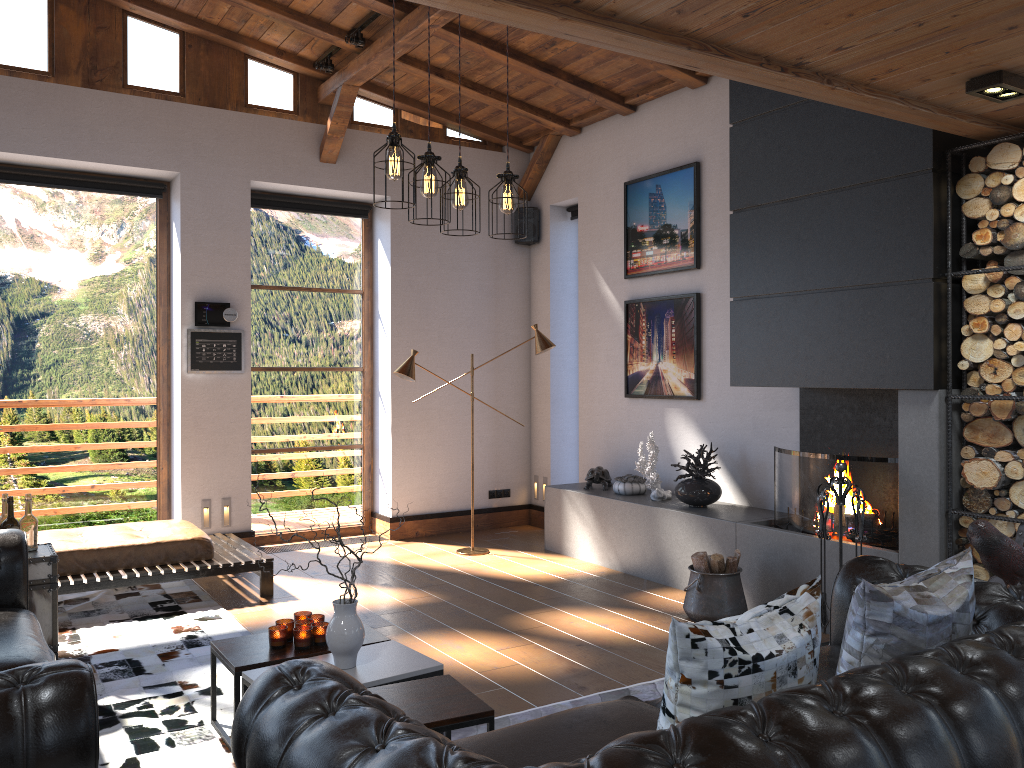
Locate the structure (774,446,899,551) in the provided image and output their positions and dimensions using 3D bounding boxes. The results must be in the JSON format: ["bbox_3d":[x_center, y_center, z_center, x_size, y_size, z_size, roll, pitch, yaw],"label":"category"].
[{"bbox_3d":[1.870,0.664,5.245,0.185,0.514,0.972,0,0,-32],"label":"structure"}]

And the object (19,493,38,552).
[{"bbox_3d":[-2.427,0.694,4.449,0.088,0.286,0.087,0,0,-22],"label":"object"}]

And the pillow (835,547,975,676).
[{"bbox_3d":[1.135,0.726,2.575,0.534,0.469,0.280,0,0,-29],"label":"pillow"}]

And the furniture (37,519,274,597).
[{"bbox_3d":[-3.080,1.209,5.686,2.790,0.436,1.163,-1,1,-32],"label":"furniture"}]

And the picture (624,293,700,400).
[{"bbox_3d":[1.185,-0.288,7.087,0.036,0.816,0.870,0,0,-32],"label":"picture"}]

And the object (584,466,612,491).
[{"bbox_3d":[0.709,0.776,7.340,0.225,0.183,0.407,0,1,12],"label":"object"}]

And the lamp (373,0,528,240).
[{"bbox_3d":[-0.285,-1.780,3.944,0.812,2.201,0.258,0,0,-41],"label":"lamp"}]

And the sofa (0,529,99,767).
[{"bbox_3d":[-2.131,1.042,2.817,1.253,0.838,2.538,0,1,-33],"label":"sofa"}]

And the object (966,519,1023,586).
[{"bbox_3d":[1.883,0.683,3.396,0.247,0.319,0.150,0,0,9],"label":"object"}]

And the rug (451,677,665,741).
[{"bbox_3d":[0.000,1.433,2.457,4.088,0.053,2.406,-1,1,-32],"label":"rug"}]

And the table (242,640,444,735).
[{"bbox_3d":[-0.646,1.267,3.409,0.658,0.350,0.395,-1,1,-37],"label":"table"}]

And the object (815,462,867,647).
[{"bbox_3d":[1.751,0.923,4.721,0.306,1.017,0.309,0,0,13],"label":"object"}]

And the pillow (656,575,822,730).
[{"bbox_3d":[0.555,0.732,2.207,0.534,0.469,0.280,0,0,-29],"label":"pillow"}]

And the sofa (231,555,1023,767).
[{"bbox_3d":[0.698,1.041,2.355,2.594,0.838,1.226,-1,1,-33],"label":"sofa"}]

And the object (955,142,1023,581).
[{"bbox_3d":[2.544,0.129,4.427,0.471,2.612,0.488,0,0,-32],"label":"object"}]

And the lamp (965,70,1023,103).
[{"bbox_3d":[2.006,-1.225,3.639,0.264,0.068,0.153,-1,1,-32],"label":"lamp"}]

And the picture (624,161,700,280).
[{"bbox_3d":[1.182,-1.283,7.088,0.036,0.816,0.870,0,0,-32],"label":"picture"}]

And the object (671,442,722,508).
[{"bbox_3d":[1.329,0.646,6.333,0.334,0.455,0.340,0,0,-7],"label":"object"}]

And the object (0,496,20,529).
[{"bbox_3d":[-2.468,0.695,4.359,0.086,0.286,0.089,0,0,36],"label":"object"}]

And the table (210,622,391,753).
[{"bbox_3d":[-0.896,1.263,3.763,0.657,0.350,0.396,0,1,-32],"label":"table"}]

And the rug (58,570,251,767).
[{"bbox_3d":[-2.574,1.414,4.489,2.458,0.053,3.767,-1,1,-31],"label":"rug"}]

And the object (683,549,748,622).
[{"bbox_3d":[1.233,1.214,5.382,0.385,0.431,0.383,0,0,-6],"label":"object"}]

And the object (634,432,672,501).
[{"bbox_3d":[1.046,0.615,6.664,0.256,0.532,0.431,0,0,27],"label":"object"}]

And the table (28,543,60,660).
[{"bbox_3d":[-2.489,1.138,4.383,0.422,0.609,0.401,0,0,-32],"label":"table"}]

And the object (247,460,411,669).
[{"bbox_3d":[-0.690,0.688,3.429,0.625,0.808,0.403,0,0,-21],"label":"object"}]

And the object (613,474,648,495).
[{"bbox_3d":[0.932,0.791,7.018,0.261,0.160,0.278,0,1,-30],"label":"object"}]

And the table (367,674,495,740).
[{"bbox_3d":[-0.438,1.272,3.007,0.657,0.350,0.396,0,0,-27],"label":"table"}]

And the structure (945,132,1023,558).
[{"bbox_3d":[2.540,0.123,4.416,0.517,2.617,0.496,0,0,-32],"label":"structure"}]

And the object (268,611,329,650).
[{"bbox_3d":[-0.880,1.048,3.773,0.246,0.081,0.303,0,1,7],"label":"object"}]

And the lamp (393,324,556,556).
[{"bbox_3d":[-0.318,0.455,7.314,1.328,1.899,0.525,0,0,-12],"label":"lamp"}]

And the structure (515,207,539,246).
[{"bbox_3d":[0.146,-1.532,8.604,0.216,0.349,0.211,0,0,-32],"label":"structure"}]

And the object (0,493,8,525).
[{"bbox_3d":[-2.544,0.694,4.450,0.088,0.286,0.087,0,0,-20],"label":"object"}]

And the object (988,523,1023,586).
[{"bbox_3d":[2.326,1.045,4.169,0.264,0.795,0.267,0,0,41],"label":"object"}]
